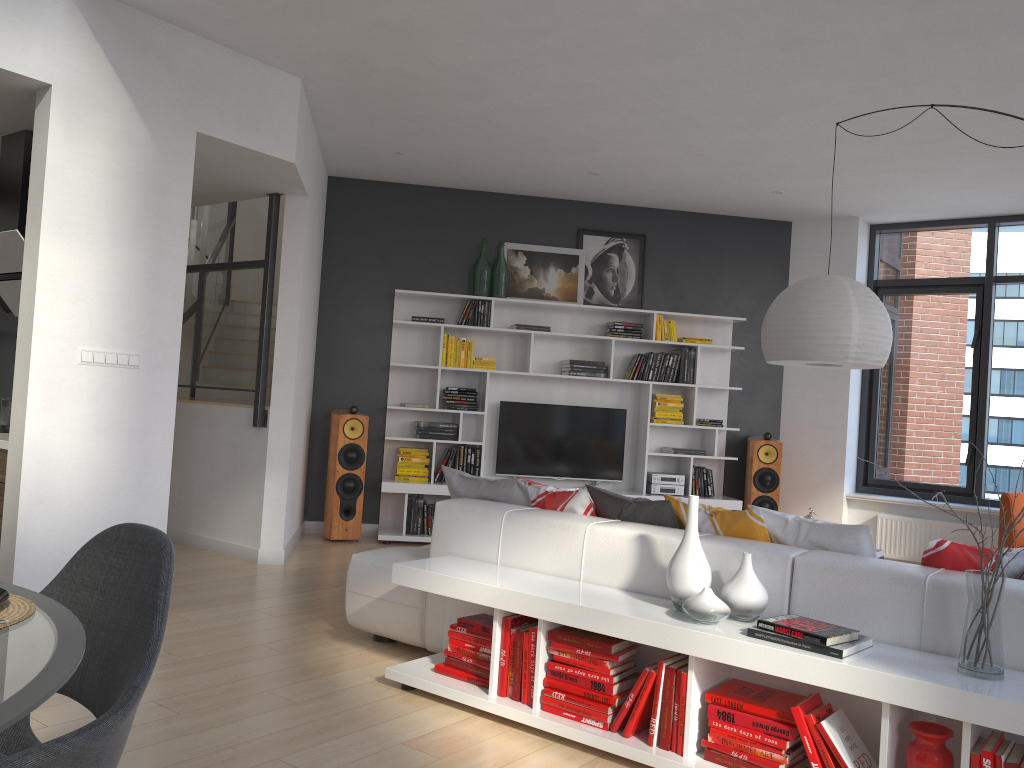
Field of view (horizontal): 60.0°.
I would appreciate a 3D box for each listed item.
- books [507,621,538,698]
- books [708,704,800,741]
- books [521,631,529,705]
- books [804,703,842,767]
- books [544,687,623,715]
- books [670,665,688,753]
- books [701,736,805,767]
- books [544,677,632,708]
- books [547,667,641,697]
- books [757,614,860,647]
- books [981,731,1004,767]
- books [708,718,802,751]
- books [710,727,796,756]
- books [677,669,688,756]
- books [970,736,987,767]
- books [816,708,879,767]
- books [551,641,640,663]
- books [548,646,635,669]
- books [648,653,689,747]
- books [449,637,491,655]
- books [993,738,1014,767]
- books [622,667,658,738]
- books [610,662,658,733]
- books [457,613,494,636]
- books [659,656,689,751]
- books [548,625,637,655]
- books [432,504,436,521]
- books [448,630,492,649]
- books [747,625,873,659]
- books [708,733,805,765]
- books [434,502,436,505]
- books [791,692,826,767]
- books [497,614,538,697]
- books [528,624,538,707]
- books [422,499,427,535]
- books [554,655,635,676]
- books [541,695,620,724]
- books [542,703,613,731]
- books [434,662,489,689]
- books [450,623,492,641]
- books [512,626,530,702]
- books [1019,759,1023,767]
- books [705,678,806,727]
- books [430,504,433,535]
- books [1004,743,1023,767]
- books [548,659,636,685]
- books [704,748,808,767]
[{"bbox_3d":[0.054,1.049,3.384,0.031,0.255,0.181,3,-2,37],"label":"books"},{"bbox_3d":[0.799,1.059,2.837,0.279,0.039,0.206,3,-2,36],"label":"books"},{"bbox_3d":[0.106,1.050,3.333,0.042,0.259,0.195,3,-2,37],"label":"books"},{"bbox_3d":[0.973,1.105,2.665,0.148,0.232,0.171,3,-2,39],"label":"books"},{"bbox_3d":[0.275,1.117,3.181,0.266,0.026,0.187,3,-2,36],"label":"books"},{"bbox_3d":[0.589,1.071,2.956,0.028,0.266,0.188,3,-2,37],"label":"books"},{"bbox_3d":[0.768,1.164,2.828,0.266,0.026,0.187,2,-2,43],"label":"books"},{"bbox_3d":[0.302,1.092,3.208,0.301,0.032,0.227,3,-2,37],"label":"books"},{"bbox_3d":[0.300,1.056,3.213,0.279,0.039,0.206,3,-2,38],"label":"books"},{"bbox_3d":[0.911,0.757,2.732,0.188,0.027,0.238,5,-2,-40],"label":"books"},{"bbox_3d":[1.307,1.101,2.399,0.050,0.268,0.198,3,-2,37],"label":"books"},{"bbox_3d":[0.789,1.091,2.822,0.261,0.027,0.191,3,-2,41],"label":"books"},{"bbox_3d":[0.777,1.115,2.823,0.236,0.023,0.178,3,-2,37],"label":"books"},{"bbox_3d":[0.602,1.068,2.928,0.028,0.269,0.181,3,-2,37],"label":"books"},{"bbox_3d":[1.272,1.108,2.415,0.026,0.250,0.168,3,-2,37],"label":"books"},{"bbox_3d":[1.017,1.113,2.632,0.186,0.223,0.188,3,-2,37],"label":"books"},{"bbox_3d":[0.301,0.949,3.196,0.266,0.026,0.187,3,-2,31],"label":"books"},{"bbox_3d":[0.288,0.974,3.213,0.257,0.025,0.182,3,-2,37],"label":"books"},{"bbox_3d":[0.530,1.060,2.992,0.046,0.282,0.199,3,-2,37],"label":"books"},{"bbox_3d":[-0.093,1.042,3.569,0.261,0.028,0.191,3,-2,37],"label":"books"},{"bbox_3d":[1.330,1.107,2.378,0.056,0.262,0.185,3,-2,37],"label":"books"},{"bbox_3d":[0.479,1.073,3.030,0.115,0.245,0.192,3,-2,37],"label":"books"},{"bbox_3d":[0.451,1.072,3.061,0.144,0.247,0.188,3,-2,37],"label":"books"},{"bbox_3d":[-0.094,0.962,3.548,0.206,0.029,0.152,2,-2,43],"label":"books"},{"bbox_3d":[0.570,1.067,2.982,0.038,0.270,0.215,3,-2,37],"label":"books"},{"bbox_3d":[0.294,0.919,3.214,0.259,0.034,0.206,3,-2,34],"label":"books"},{"bbox_3d":[-0.636,1.108,7.267,0.050,0.242,0.169,4,-1,-8],"label":"books"},{"bbox_3d":[-0.099,1.014,3.555,0.269,0.028,0.179,3,-2,38],"label":"books"},{"bbox_3d":[0.925,0.785,2.751,0.300,0.026,0.245,2,-2,42],"label":"books"},{"bbox_3d":[0.783,1.139,2.828,0.257,0.025,0.182,3,-2,37],"label":"books"},{"bbox_3d":[-0.609,1.105,7.282,0.066,0.255,0.193,4,-1,-8],"label":"books"},{"bbox_3d":[0.940,1.094,2.700,0.134,0.248,0.192,3,-2,37],"label":"books"},{"bbox_3d":[0.026,1.031,3.403,0.036,0.294,0.208,3,-2,37],"label":"books"},{"bbox_3d":[0.138,1.036,3.317,0.049,0.291,0.214,3,-2,37],"label":"books"},{"bbox_3d":[-0.715,1.090,7.274,0.053,0.268,0.202,4,-1,-8],"label":"books"},{"bbox_3d":[0.297,0.997,3.194,0.236,0.023,0.178,3,-2,37],"label":"books"},{"bbox_3d":[0.273,1.144,3.176,0.282,0.030,0.188,3,-2,38],"label":"books"},{"bbox_3d":[0.279,1.174,3.191,0.274,0.029,0.200,3,-2,37],"label":"books"},{"bbox_3d":[-0.124,1.154,3.556,0.301,0.032,0.227,3,-2,37],"label":"books"},{"bbox_3d":[-0.096,0.989,3.559,0.254,0.025,0.178,3,-2,36],"label":"books"},{"bbox_3d":[0.082,1.050,3.364,0.034,0.259,0.207,3,-2,37],"label":"books"},{"bbox_3d":[1.380,1.117,2.337,0.066,0.247,0.175,3,-2,37],"label":"books"},{"bbox_3d":[0.811,1.025,2.862,0.301,0.032,0.227,3,-2,37],"label":"books"},{"bbox_3d":[-0.659,1.110,7.271,0.049,0.236,0.170,4,-1,-7],"label":"books"},{"bbox_3d":[1.363,1.113,2.364,0.076,0.252,0.199,3,-2,37],"label":"books"},{"bbox_3d":[0.291,1.023,3.203,0.261,0.027,0.191,3,-2,33],"label":"books"},{"bbox_3d":[0.779,1.194,2.829,0.259,0.034,0.206,3,-2,40],"label":"books"}]
